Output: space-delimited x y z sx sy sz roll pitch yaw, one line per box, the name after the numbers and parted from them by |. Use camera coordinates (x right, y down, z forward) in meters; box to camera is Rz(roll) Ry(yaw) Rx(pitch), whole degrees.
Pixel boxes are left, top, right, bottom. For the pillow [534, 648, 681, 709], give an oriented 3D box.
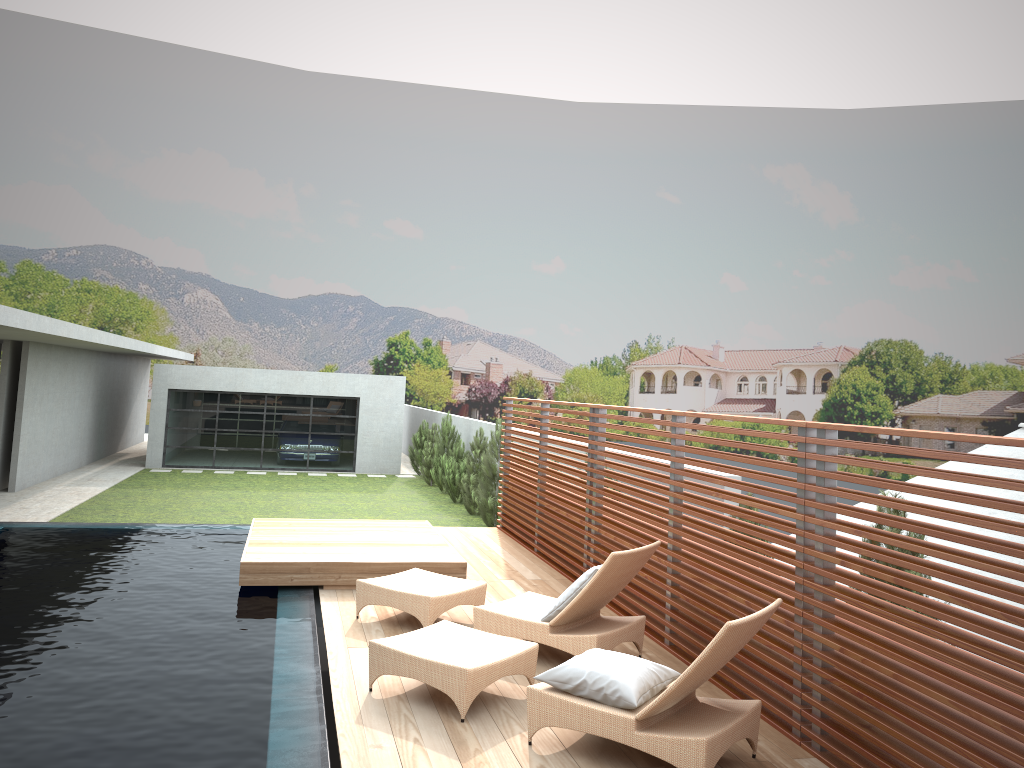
0.518 1.544 4.710 0.594 0.195 0.592 2 -1 32 | pillow

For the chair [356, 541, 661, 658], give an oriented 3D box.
-0.087 1.470 6.579 2.294 0.833 0.696 2 -3 35 | chair

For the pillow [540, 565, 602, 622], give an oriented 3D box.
0.546 1.428 6.149 0.427 0.430 0.605 1 -3 34 | pillow

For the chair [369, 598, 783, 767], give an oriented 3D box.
0.269 1.476 4.941 2.294 0.833 0.696 2 -3 36 | chair
